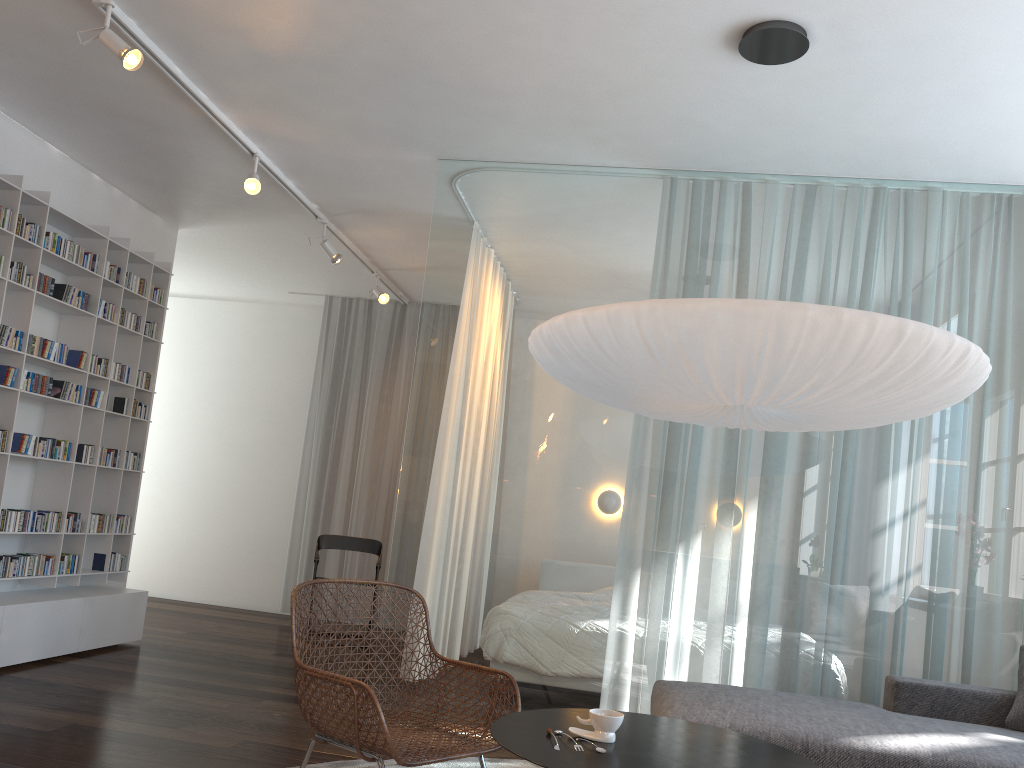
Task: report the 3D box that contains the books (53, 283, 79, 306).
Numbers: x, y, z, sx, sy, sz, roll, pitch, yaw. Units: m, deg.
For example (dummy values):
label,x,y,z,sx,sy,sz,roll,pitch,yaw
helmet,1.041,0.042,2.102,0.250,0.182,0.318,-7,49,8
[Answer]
label,x,y,z,sx,sy,sz,roll,pitch,yaw
books,-2.453,-0.485,4.846,0.090,0.107,0.119,5,-7,9

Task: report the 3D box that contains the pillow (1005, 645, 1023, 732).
label,x,y,z,sx,sy,sz,roll,pitch,yaw
pillow,2.147,1.166,3.347,0.349,0.357,0.515,12,-10,-41

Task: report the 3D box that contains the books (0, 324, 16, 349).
label,x,y,z,sx,sy,sz,roll,pitch,yaw
books,-2.552,-0.238,4.404,0.090,0.107,0.119,5,-7,9

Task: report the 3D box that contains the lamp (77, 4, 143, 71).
label,x,y,z,sx,sy,sz,roll,pitch,yaw
lamp,-1.483,-1.289,3.264,0.251,0.238,0.085,7,-5,-6

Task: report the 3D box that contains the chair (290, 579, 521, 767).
label,x,y,z,sx,sy,sz,roll,pitch,yaw
chair,-0.424,1.105,3.214,0.685,0.704,0.724,0,-9,42

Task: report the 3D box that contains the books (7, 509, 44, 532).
label,x,y,z,sx,sy,sz,roll,pitch,yaw
books,-2.603,0.721,4.677,0.114,0.112,0.236,5,-8,9

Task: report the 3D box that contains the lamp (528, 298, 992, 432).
label,x,y,z,sx,sy,sz,roll,pitch,yaw
lamp,0.776,0.008,2.982,1.483,0.208,1.470,15,-12,-43

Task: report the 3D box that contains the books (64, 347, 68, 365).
label,x,y,z,sx,sy,sz,roll,pitch,yaw
books,-2.548,-0.413,4.333,0.101,0.427,1.135,6,-9,10

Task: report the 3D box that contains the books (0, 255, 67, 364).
label,x,y,z,sx,sy,sz,roll,pitch,yaw
books,-2.513,-0.375,4.567,0.101,0.435,0.627,6,-8,9

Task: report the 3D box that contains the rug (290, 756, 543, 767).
label,x,y,z,sx,sy,sz,roll,pitch,yaw
rug,0.238,1.409,2.382,2.842,0.012,2.857,8,-9,-11

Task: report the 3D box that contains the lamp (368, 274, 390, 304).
label,x,y,z,sx,sy,sz,roll,pitch,yaw
lamp,-1.003,-0.705,6.588,0.250,0.238,0.086,0,-8,41

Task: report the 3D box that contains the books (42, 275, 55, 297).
label,x,y,z,sx,sy,sz,roll,pitch,yaw
books,-2.480,-0.515,4.670,0.090,0.103,0.074,5,-6,9

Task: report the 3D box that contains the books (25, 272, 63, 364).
label,x,y,z,sx,sy,sz,roll,pitch,yaw
books,-2.500,-0.353,4.663,0.100,0.428,0.353,6,-7,9

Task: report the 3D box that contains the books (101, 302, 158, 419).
label,x,y,z,sx,sy,sz,roll,pitch,yaw
books,-2.396,-0.132,5.406,0.114,0.621,0.574,6,-7,10

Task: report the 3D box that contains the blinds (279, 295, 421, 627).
label,x,y,z,sx,sy,sz,roll,pitch,yaw
blinds,-0.926,0.651,7.405,1.805,2.716,0.154,5,-5,11

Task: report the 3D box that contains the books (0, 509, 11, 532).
label,x,y,z,sx,sy,sz,roll,pitch,yaw
books,-2.640,0.677,4.427,0.099,0.112,0.271,5,-8,8

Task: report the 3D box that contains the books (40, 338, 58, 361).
label,x,y,z,sx,sy,sz,roll,pitch,yaw
books,-2.504,-0.183,4.720,0.090,0.107,0.119,5,-7,9

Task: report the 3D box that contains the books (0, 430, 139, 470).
label,x,y,z,sx,sy,sz,roll,pitch,yaw
books,-2.565,0.321,4.670,0.114,0.113,1.943,5,-9,9

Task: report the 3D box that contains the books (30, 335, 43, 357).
label,x,y,z,sx,sy,sz,roll,pitch,yaw
books,-2.519,-0.198,4.624,0.090,0.108,0.074,5,-6,9

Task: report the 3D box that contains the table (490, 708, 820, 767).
label,x,y,z,sx,sy,sz,roll,pitch,yaw
table,0.339,1.167,2.258,0.846,0.469,0.855,5,-8,12

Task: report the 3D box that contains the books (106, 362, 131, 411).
label,x,y,z,sx,sy,sz,roll,pitch,yaw
books,-2.422,0.020,5.345,0.114,0.298,0.233,6,-6,9

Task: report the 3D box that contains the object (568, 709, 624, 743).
label,x,y,z,sx,sy,sz,roll,pitch,yaw
object,0.221,0.889,2.309,0.139,0.068,0.092,3,-8,21

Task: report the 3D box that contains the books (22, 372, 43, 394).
label,x,y,z,sx,sy,sz,roll,pitch,yaw
books,-2.538,-0.008,4.627,0.099,0.103,0.133,5,-7,8

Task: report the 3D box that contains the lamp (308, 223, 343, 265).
label,x,y,z,sx,sy,sz,roll,pitch,yaw
lamp,-1.160,-0.888,5.552,0.085,0.238,0.253,2,-8,39

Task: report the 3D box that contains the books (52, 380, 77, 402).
label,x,y,z,sx,sy,sz,roll,pitch,yaw
books,-2.494,0.040,4.905,0.090,0.107,0.119,5,-7,9

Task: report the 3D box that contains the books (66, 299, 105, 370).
label,x,y,z,sx,sy,sz,roll,pitch,yaw
books,-2.437,-0.286,5.053,0.090,0.428,0.157,6,-5,9

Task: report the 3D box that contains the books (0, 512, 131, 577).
label,x,y,z,sx,sy,sz,roll,pitch,yaw
books,-2.554,0.910,5.079,0.114,0.346,1.144,6,-9,10

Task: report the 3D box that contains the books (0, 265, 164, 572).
label,x,y,z,sx,sy,sz,roll,pitch,yaw
books,-2.539,0.109,4.699,0.114,1.806,1.971,6,-7,10

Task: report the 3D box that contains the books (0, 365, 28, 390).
label,x,y,z,sx,sy,sz,roll,pitch,yaw
books,-2.557,-0.033,4.493,0.090,0.109,0.159,5,-8,9

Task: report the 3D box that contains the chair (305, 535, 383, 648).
label,x,y,z,sx,sy,sz,roll,pitch,yaw
chair,-1.257,1.538,6.640,0.502,0.769,0.565,8,-6,-11

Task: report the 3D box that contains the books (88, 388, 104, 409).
label,x,y,z,sx,sy,sz,roll,pitch,yaw
books,-2.457,0.083,5.154,0.090,0.107,0.119,5,-7,9

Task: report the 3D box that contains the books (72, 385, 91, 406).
label,x,y,z,sx,sy,sz,roll,pitch,yaw
books,-2.477,0.062,5.026,0.099,0.104,0.146,5,-8,8

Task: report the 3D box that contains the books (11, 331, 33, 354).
label,x,y,z,sx,sy,sz,roll,pitch,yaw
books,-2.535,-0.215,4.520,0.099,0.103,0.140,5,-8,8

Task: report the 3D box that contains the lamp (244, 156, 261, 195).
label,x,y,z,sx,sy,sz,roll,pitch,yaw
lamp,-1.339,-1.068,4.551,0.085,0.238,0.251,9,-7,-24

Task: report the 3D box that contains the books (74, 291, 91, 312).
label,x,y,z,sx,sy,sz,roll,pitch,yaw
books,-2.437,-0.464,4.960,0.099,0.103,0.133,5,-7,8

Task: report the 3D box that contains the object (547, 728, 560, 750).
label,x,y,z,sx,sy,sz,roll,pitch,yaw
object,0.103,0.889,2.217,0.015,0.014,0.169,7,-9,-3

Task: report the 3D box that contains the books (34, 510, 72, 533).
label,x,y,z,sx,sy,sz,roll,pitch,yaw
books,-2.608,0.716,4.648,0.114,0.111,0.772,5,-9,9

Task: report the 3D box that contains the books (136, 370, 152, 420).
label,x,y,z,sx,sy,sz,roll,pitch,yaw
books,-2.385,0.063,5.587,0.114,0.298,0.184,6,-6,9

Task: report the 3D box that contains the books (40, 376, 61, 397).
label,x,y,z,sx,sy,sz,roll,pitch,yaw
books,-2.514,0.018,4.775,0.090,0.105,0.165,5,-8,9

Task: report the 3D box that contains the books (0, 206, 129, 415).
label,x,y,z,sx,sy,sz,roll,pitch,yaw
books,-2.501,-0.381,4.641,0.114,0.851,1.770,6,-8,10

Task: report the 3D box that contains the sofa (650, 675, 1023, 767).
label,x,y,z,sx,sy,sz,roll,pitch,yaw
sofa,1.380,1.178,2.209,2.037,0.666,3.098,5,-9,9

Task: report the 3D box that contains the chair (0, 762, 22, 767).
label,x,y,z,sx,sy,sz,roll,pitch,yaw
chair,-0.703,0.708,0.727,0.592,0.666,0.524,5,-7,10

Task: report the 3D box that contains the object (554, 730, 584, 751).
label,x,y,z,sx,sy,sz,roll,pitch,yaw
object,0.143,0.895,2.229,0.025,0.016,0.164,9,-9,-15

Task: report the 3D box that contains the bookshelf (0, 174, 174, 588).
label,x,y,z,sx,sy,sz,roll,pitch,yaw
bookshelf,-2.584,0.047,4.693,0.227,2.059,2.104,6,-7,10

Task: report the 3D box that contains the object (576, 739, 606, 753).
label,x,y,z,sx,sy,sz,roll,pitch,yaw
object,0.197,0.901,2.211,0.026,0.010,0.124,10,-10,-24

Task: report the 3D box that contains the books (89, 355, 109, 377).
label,x,y,z,sx,sy,sz,roll,pitch,yaw
books,-2.439,-0.107,5.155,0.101,0.112,0.234,5,-8,9

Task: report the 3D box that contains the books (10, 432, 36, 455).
label,x,y,z,sx,sy,sz,roll,pitch,yaw
books,-2.569,0.312,4.621,0.090,0.107,0.119,5,-7,9
